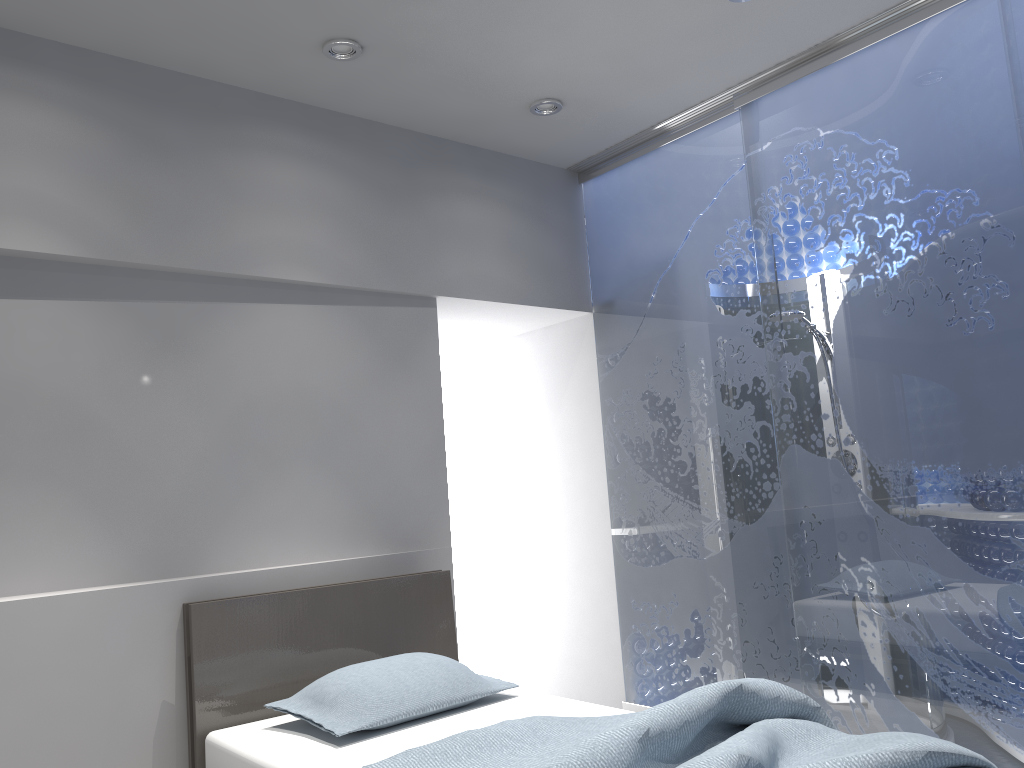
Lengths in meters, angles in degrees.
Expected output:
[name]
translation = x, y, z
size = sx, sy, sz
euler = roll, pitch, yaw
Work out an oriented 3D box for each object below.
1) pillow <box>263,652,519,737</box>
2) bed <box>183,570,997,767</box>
[pillow]
translation = -0.379, 1.000, 2.929
size = 0.746, 0.173, 0.417
euler = 3, -10, -43
[bed]
translation = 0.016, 0.952, 2.326
size = 1.411, 0.752, 2.319
euler = 2, -9, -38
